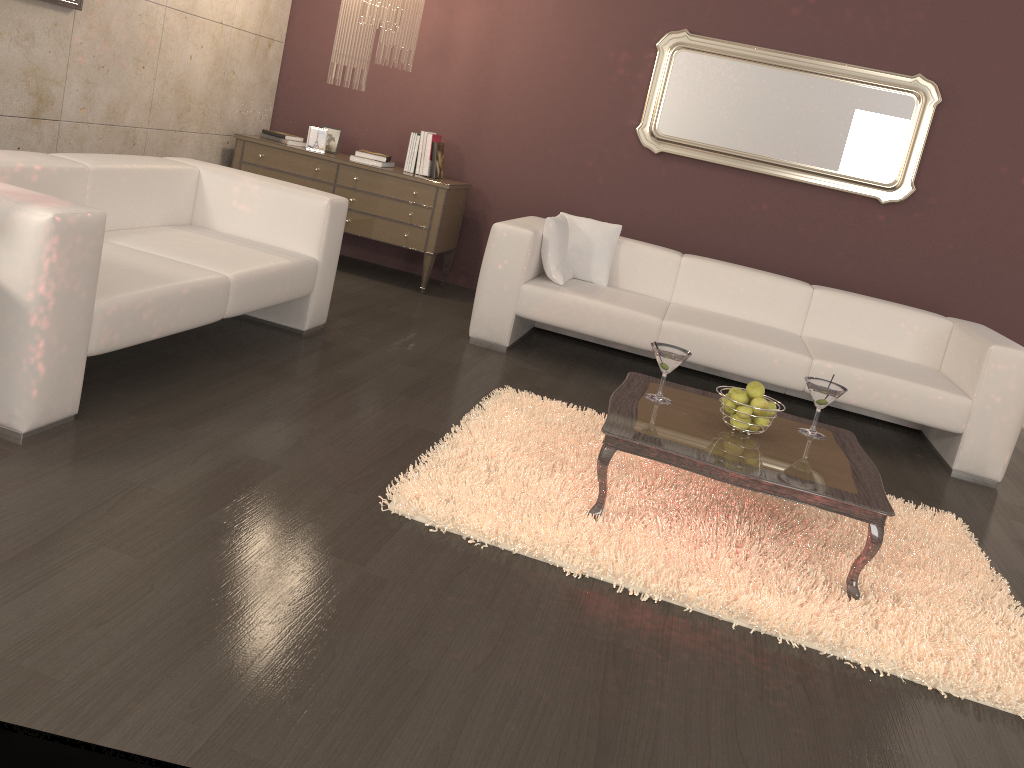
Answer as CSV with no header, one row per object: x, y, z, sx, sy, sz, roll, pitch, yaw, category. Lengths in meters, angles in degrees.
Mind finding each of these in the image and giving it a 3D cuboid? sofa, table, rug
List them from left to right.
-1.506,-0.506,3.458,0.948,0.637,2.064,15,15,10,sofa
0.700,0.440,3.045,2.008,0.066,1.537,16,16,11,rug
0.750,0.303,3.033,0.918,0.296,0.922,15,15,9,table
1.228,-0.298,4.871,2.798,0.638,0.960,16,14,11,sofa

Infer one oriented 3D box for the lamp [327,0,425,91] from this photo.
-0.518,-3.074,5.044,0.482,2.780,0.496,4,13,-42,lamp

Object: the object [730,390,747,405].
0.753,0.045,2.927,0.054,0.050,0.054,15,13,11,object

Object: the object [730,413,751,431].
0.768,0.124,2.958,0.067,0.062,0.071,4,15,-33,object

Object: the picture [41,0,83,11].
-2.236,-2.020,3.446,0.053,0.776,1.747,14,15,10,picture

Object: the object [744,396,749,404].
0.775,0.053,2.966,0.045,0.043,0.047,9,13,-18,object

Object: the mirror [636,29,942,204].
1.725,-1.713,5.616,1.793,0.808,0.047,16,10,11,mirror

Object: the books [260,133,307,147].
-1.564,-1.677,6.054,0.280,0.031,0.202,22,18,30,books

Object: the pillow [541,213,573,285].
0.262,-0.757,4.915,0.187,0.351,0.383,15,13,9,pillow

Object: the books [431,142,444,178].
-0.494,-1.488,5.858,0.069,0.232,0.175,15,12,10,books

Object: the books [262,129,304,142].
-1.568,-1.702,6.031,0.236,0.027,0.171,22,18,30,books

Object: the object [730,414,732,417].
0.777,0.114,3.021,0.055,0.053,0.055,18,14,21,object

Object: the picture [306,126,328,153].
-1.300,-1.631,5.874,0.127,0.153,0.052,9,11,-19,picture

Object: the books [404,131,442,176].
-0.586,-1.541,5.878,0.179,0.284,0.207,15,12,10,books

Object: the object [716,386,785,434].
0.792,0.103,2.982,0.233,0.116,0.240,3,17,-33,object

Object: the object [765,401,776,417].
0.861,0.084,2.976,0.062,0.054,0.062,14,13,4,object

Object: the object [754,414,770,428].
0.833,0.122,2.939,0.051,0.047,0.052,14,13,5,object

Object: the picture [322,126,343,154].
-1.251,-1.674,6.037,0.140,0.168,0.079,12,11,-4,picture

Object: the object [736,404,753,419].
0.769,0.091,2.918,0.054,0.050,0.054,16,13,15,object

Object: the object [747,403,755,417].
0.833,0.082,3.025,0.060,0.061,0.063,7,14,-24,object

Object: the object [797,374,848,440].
1.102,0.078,3.154,0.150,0.212,0.155,10,12,-13,object

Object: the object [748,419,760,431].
0.818,0.141,2.983,0.044,0.042,0.043,16,13,14,object

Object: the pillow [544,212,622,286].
0.419,-0.792,5.155,0.378,0.354,0.172,15,11,9,pillow

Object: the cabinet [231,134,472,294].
-1.139,-1.170,5.996,1.536,0.716,0.540,16,12,11,cabinet

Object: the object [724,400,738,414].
0.735,0.077,2.953,0.045,0.045,0.045,13,13,2,object

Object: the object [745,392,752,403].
0.814,0.042,3.010,0.046,0.048,0.050,19,14,25,object

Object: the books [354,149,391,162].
-0.929,-1.531,5.908,0.210,0.033,0.296,11,16,-4,books

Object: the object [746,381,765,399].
0.818,0.022,2.959,0.063,0.063,0.063,15,13,11,object

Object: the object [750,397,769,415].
0.823,0.074,2.927,0.062,0.060,0.058,8,13,-19,object

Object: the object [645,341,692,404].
0.551,-0.047,3.160,0.151,0.212,0.154,13,12,3,object

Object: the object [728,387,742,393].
0.773,0.039,3.040,0.053,0.053,0.055,7,14,-26,object

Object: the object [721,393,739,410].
0.746,0.065,2.999,0.066,0.064,0.067,8,14,-22,object

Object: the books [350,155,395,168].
-0.931,-1.493,5.897,0.225,0.035,0.314,14,16,5,books
